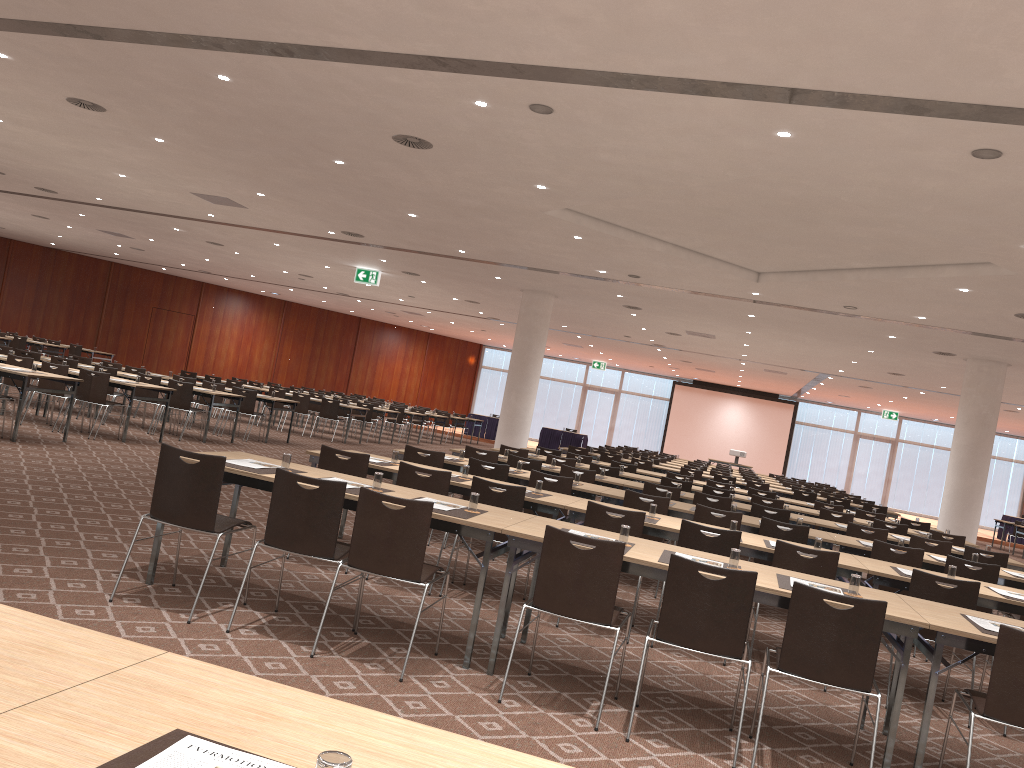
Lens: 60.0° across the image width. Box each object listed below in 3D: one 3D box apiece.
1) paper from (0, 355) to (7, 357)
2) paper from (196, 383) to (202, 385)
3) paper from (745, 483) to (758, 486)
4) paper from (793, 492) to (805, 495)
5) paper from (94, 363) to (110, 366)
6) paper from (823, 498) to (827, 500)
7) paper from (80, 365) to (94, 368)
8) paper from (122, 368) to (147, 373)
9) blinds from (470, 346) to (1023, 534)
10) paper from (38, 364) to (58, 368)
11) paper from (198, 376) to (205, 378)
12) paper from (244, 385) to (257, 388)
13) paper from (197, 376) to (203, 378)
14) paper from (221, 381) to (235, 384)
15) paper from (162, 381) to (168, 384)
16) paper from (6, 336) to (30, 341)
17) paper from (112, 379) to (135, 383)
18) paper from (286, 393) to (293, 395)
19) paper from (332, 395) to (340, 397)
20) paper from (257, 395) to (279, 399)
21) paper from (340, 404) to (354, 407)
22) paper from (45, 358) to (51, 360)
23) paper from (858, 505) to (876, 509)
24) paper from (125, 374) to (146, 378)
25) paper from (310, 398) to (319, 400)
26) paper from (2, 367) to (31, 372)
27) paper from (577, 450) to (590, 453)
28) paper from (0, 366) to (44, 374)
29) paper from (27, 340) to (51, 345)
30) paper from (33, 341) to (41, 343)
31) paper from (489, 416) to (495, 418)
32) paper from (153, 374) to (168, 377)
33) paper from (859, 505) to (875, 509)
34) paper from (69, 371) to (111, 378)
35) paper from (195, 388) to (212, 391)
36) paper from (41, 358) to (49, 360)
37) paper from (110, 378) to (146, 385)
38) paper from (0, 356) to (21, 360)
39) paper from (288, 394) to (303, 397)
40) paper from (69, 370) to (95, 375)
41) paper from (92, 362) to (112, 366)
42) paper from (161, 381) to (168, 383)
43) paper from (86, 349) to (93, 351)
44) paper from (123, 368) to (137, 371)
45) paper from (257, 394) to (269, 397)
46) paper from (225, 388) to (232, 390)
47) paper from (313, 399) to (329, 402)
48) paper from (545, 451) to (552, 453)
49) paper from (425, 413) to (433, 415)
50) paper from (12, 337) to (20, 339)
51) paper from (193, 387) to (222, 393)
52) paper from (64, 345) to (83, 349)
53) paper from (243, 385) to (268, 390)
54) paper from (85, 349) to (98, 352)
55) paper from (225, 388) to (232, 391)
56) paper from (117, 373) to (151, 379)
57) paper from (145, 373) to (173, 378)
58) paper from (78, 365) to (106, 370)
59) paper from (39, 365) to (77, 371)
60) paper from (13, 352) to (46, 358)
[{"bbox_3d":[-7.883,-0.438,13.618,0.283,0.006,0.398,10,-1,13],"label":"paper"},{"bbox_3d":[-5.977,0.006,17.175,0.460,0.003,0.566,10,-1,12],"label":"paper"},{"bbox_3d":[4.895,2.050,18.074,0.283,0.006,0.398,10,-1,14],"label":"paper"},{"bbox_3d":[5.806,2.215,17.857,0.283,0.006,0.398,10,-1,16],"label":"paper"},{"bbox_3d":[-8.162,-0.387,17.736,0.460,0.003,0.566,10,-1,16],"label":"paper"},{"bbox_3d":[6.440,2.331,17.614,0.460,0.003,0.566,10,-1,15],"label":"paper"},{"bbox_3d":[-7.411,-0.304,15.540,0.283,0.006,0.398,10,-1,15],"label":"paper"},{"bbox_3d":[-7.523,-0.273,17.559,0.460,0.003,0.566,10,-1,15],"label":"paper"},{"bbox_3d":[9.185,2.096,37.488,22.842,3.816,0.115,10,-1,14],"label":"blinds"},{"bbox_3d":[-6.970,-0.274,13.371,0.283,0.006,0.398,10,-1,14],"label":"paper"},{"bbox_3d":[-7.369,-0.161,21.193,0.283,0.006,0.398,10,-1,15],"label":"paper"},{"bbox_3d":[-6.152,0.058,20.867,0.283,0.006,0.398,10,-1,14],"label":"paper"},{"bbox_3d":[-7.324,-0.150,21.130,0.460,0.003,0.566,10,-1,15],"label":"paper"},{"bbox_3d":[-6.697,-0.037,20.967,0.460,0.003,0.566,10,-1,12],"label":"paper"},{"bbox_3d":[-5.867,-0.023,15.094,0.460,0.003,0.566,10,-1,12],"label":"paper"},{"bbox_3d":[-13.817,-1.272,24.820,0.460,0.003,0.566,10,-1,14],"label":"paper"},{"bbox_3d":[-5.720,-0.049,13.032,0.283,0.006,0.398,10,-1,13],"label":"paper"},{"bbox_3d":[-5.198,0.231,20.667,0.283,0.006,0.398,10,-1,13],"label":"paper"},{"bbox_3d":[-5.315,0.359,26.772,0.460,0.003,0.566,10,-1,14],"label":"paper"},{"bbox_3d":[-4.759,0.226,16.878,0.460,0.003,0.566,10,-1,11],"label":"paper"},{"bbox_3d":[-3.929,0.462,20.264,0.460,0.003,0.566,10,-1,15],"label":"paper"},{"bbox_3d":[-8.033,-0.416,15.689,0.283,0.006,0.398,10,-1,13],"label":"paper"},{"bbox_3d":[7.082,2.447,17.460,0.460,0.003,0.566,10,-1,11],"label":"paper"},{"bbox_3d":[-6.483,-0.136,15.320,0.283,0.006,0.398,10,-1,15],"label":"paper"},{"bbox_3d":[-4.591,0.340,20.491,0.283,0.006,0.398,10,-1,12],"label":"paper"},{"bbox_3d":[-6.216,-0.187,11.122,0.283,0.006,0.398,10,-1,12],"label":"paper"},{"bbox_3d":[1.495,1.438,18.956,0.283,0.006,0.398,10,-1,13],"label":"paper"},{"bbox_3d":[-6.187,-0.179,11.064,0.460,0.003,0.566,10,-1,10],"label":"paper"},{"bbox_3d":[-13.215,-1.163,24.678,0.460,0.003,0.566,10,-1,13],"label":"paper"},{"bbox_3d":[-13.227,-1.167,24.779,0.283,0.006,0.398,10,-1,14],"label":"paper"},{"bbox_3d":[-0.637,1.260,33.397,0.460,0.003,0.566,10,-1,14],"label":"paper"},{"bbox_3d":[-6.960,-0.173,17.494,0.283,0.006,0.398,10,-1,16],"label":"paper"},{"bbox_3d":[7.028,2.434,17.524,0.283,0.006,0.398,10,-1,14],"label":"paper"},{"bbox_3d":[-6.306,-0.151,13.148,0.460,0.003,0.566,10,-1,16],"label":"paper"},{"bbox_3d":[-5.240,0.088,14.997,0.283,0.006,0.398,10,-1,14],"label":"paper"},{"bbox_3d":[-8.015,-0.410,15.633,0.460,0.003,0.566,10,-1,15],"label":"paper"},{"bbox_3d":[-5.709,-0.044,12.990,0.460,0.003,0.566,10,-1,13],"label":"paper"},{"bbox_3d":[-7.864,-0.432,13.538,0.460,0.003,0.566,10,-1,13],"label":"paper"},{"bbox_3d":[-5.166,0.239,20.572,0.460,0.003,0.566,10,-1,11],"label":"paper"},{"bbox_3d":[-6.356,-0.163,13.210,0.283,0.006,0.398,10,-1,14],"label":"paper"},{"bbox_3d":[-8.220,-0.401,17.792,0.283,0.006,0.398,10,-1,13],"label":"paper"},{"bbox_3d":[-5.866,-0.025,15.160,0.283,0.006,0.398,10,-1,14],"label":"paper"},{"bbox_3d":[-12.761,-1.034,26.683,0.283,0.006,0.398,10,-1,17],"label":"paper"},{"bbox_3d":[-7.564,-0.282,17.655,0.283,0.006,0.398,10,-1,12],"label":"paper"},{"bbox_3d":[-4.808,0.214,16.922,0.283,0.006,0.398,10,-1,13],"label":"paper"},{"bbox_3d":[-5.404,0.107,17.070,0.283,0.006,0.398,10,-1,17],"label":"paper"},{"bbox_3d":[-4.546,0.351,20.432,0.460,0.003,0.566,10,-1,12],"label":"paper"},{"bbox_3d":[0.669,1.203,15.577,0.283,0.006,0.398,10,-1,14],"label":"paper"},{"bbox_3d":[-2.516,0.864,26.071,0.460,0.003,0.566,10,-1,13],"label":"paper"},{"bbox_3d":[-13.847,-1.280,24.891,0.283,0.006,0.398,10,-1,12],"label":"paper"},{"bbox_3d":[-5.229,0.092,14.940,0.460,0.003,0.566,10,-1,13],"label":"paper"},{"bbox_3d":[-13.334,-1.135,26.784,0.460,0.003,0.566,10,-1,14],"label":"paper"},{"bbox_3d":[-6.067,0.077,20.821,0.460,0.003,0.566,10,-1,15],"label":"paper"},{"bbox_3d":[-12.714,-1.023,26.624,0.460,0.003,0.566,10,-1,13],"label":"paper"},{"bbox_3d":[-5.386,0.113,17.006,0.460,0.003,0.566,10,-1,15],"label":"paper"},{"bbox_3d":[-6.445,-0.128,15.208,0.460,0.003,0.566,10,-1,15],"label":"paper"},{"bbox_3d":[-6.938,-0.167,17.433,0.460,0.003,0.566,10,-1,15],"label":"paper"},{"bbox_3d":[-7.379,-0.295,15.485,0.460,0.003,0.566,10,-1,17],"label":"paper"},{"bbox_3d":[-6.918,-0.261,13.313,0.460,0.003,0.566,10,-1,16],"label":"paper"},{"bbox_3d":[-8.648,-0.525,15.787,0.460,0.003,0.566,10,-1,12],"label":"paper"}]
